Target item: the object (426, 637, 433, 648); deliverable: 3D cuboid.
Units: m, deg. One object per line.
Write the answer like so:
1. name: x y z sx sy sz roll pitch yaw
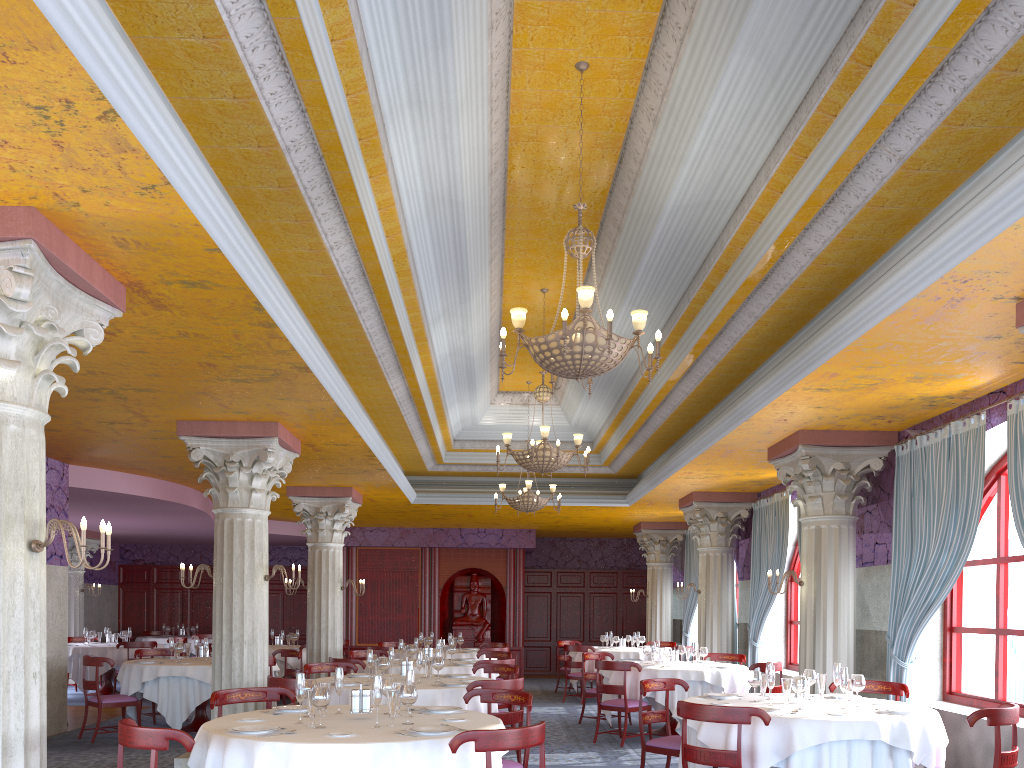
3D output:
1. object: -1.445 4.557 14.991 0.122 0.262 0.123 1 -3 -10

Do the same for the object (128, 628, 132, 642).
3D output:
1. object: -7.443 4.907 16.672 0.074 0.333 0.074 1 0 -10

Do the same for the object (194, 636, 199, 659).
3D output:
1. object: -4.519 3.777 12.265 0.074 0.333 0.074 0 0 35

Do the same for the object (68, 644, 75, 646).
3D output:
1. object: -8.306 4.857 15.926 0.314 0.024 0.322 -4 -15 18

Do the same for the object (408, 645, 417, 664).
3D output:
1. object: -1.363 3.686 11.673 0.122 0.262 0.123 1 -3 -10

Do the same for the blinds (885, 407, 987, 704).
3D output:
1. blinds: 3.988 2.159 8.174 0.244 3.489 1.726 1 -3 0

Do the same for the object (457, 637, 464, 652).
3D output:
1. object: -0.917 4.614 15.191 0.122 0.262 0.123 1 -3 -10

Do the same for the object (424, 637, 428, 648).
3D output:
1. object: -1.552 4.727 15.592 0.086 0.235 0.086 0 -2 24

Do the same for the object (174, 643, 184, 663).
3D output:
1. object: -4.495 3.629 11.566 0.122 0.262 0.123 0 -3 12

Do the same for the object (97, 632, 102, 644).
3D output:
1. object: -8.051 4.963 16.720 0.086 0.235 0.086 1 -2 -21

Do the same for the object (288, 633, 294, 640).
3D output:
1. object: -4.272 4.942 16.558 0.122 0.262 0.123 0 -3 12

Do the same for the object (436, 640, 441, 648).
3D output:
1. object: -1.009 3.661 11.702 0.074 0.333 0.074 0 0 35

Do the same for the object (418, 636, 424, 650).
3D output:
1. object: -1.645 4.694 15.519 0.122 0.262 0.123 1 -3 -10

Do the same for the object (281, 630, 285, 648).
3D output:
1. object: -4.247 4.723 15.858 0.074 0.333 0.074 0 0 35

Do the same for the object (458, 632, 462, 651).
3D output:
1. object: -0.945 4.671 15.544 0.074 0.333 0.074 0 0 35

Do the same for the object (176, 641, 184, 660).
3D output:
1. object: -4.695 3.766 12.095 0.122 0.262 0.123 0 -3 12

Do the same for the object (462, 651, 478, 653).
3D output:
1. object: -0.724 4.640 14.830 0.313 0.024 0.323 1 -15 -1

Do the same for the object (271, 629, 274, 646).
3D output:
1. object: -4.624 4.896 16.529 0.074 0.333 0.074 0 0 35

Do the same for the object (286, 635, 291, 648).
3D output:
1. object: -4.165 4.799 15.957 0.086 0.235 0.086 0 -2 24

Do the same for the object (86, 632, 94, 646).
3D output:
1. object: -7.944 4.793 16.120 0.122 0.262 0.123 1 -3 -10

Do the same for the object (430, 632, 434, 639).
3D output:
1. object: -1.469 4.705 15.690 0.074 0.333 0.074 0 0 35

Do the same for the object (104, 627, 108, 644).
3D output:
1. object: -7.968 4.941 16.819 0.074 0.333 0.074 1 0 -10

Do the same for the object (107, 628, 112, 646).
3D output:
1. object: -7.590 4.768 16.148 0.074 0.333 0.074 1 0 -10

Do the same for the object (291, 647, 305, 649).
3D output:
1. object: -3.879 4.831 15.669 0.313 0.024 0.323 1 -15 -1

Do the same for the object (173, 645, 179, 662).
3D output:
1. object: -4.567 3.666 11.659 0.086 0.235 0.086 1 -2 -21

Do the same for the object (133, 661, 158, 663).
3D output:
1. object: -4.858 3.693 11.373 0.313 0.024 0.323 1 -15 -1

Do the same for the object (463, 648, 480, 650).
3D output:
1. object: -0.756 4.924 15.914 0.314 0.024 0.322 6 -16 -21

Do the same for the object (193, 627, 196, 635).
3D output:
1. object: -7.875 6.152 21.238 0.086 0.235 0.086 1 -2 -21

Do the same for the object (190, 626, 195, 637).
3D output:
1. object: -7.947 6.162 21.330 0.122 0.262 0.123 -1 -3 35

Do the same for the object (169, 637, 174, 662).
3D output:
1. object: -4.666 3.638 11.741 0.074 0.333 0.074 0 0 35

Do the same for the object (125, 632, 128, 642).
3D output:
1. object: -7.543 4.977 16.755 0.086 0.235 0.086 0 -2 24

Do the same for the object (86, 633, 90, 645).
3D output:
1. object: -8.016 4.830 16.212 0.086 0.235 0.086 1 -2 -21

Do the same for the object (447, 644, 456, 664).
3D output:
1. object: -0.835 3.743 11.873 0.123 0.262 0.123 2 -3 -33

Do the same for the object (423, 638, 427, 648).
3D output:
1. object: -1.517 4.594 15.084 0.086 0.235 0.086 1 -2 -21

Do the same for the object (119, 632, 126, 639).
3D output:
1. object: -7.415 4.850 16.319 0.122 0.262 0.123 0 -3 12

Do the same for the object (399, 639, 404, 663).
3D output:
1. object: -1.534 3.695 11.848 0.074 0.333 0.074 1 0 -10

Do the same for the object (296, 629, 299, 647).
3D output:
1. object: -4.100 4.862 16.382 0.074 0.333 0.074 0 0 35

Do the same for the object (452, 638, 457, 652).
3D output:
1. object: -1.009 4.608 15.119 0.086 0.235 0.086 0 -2 24

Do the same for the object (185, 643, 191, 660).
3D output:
1. object: -4.602 3.799 12.167 0.086 0.235 0.086 2 -2 -44

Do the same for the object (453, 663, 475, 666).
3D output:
1. object: -0.642 3.769 11.512 0.313 0.024 0.323 1 -15 -1

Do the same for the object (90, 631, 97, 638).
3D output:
1. object: -8.143 4.930 16.648 0.122 0.262 0.123 -1 -3 35

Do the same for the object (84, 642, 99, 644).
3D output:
1. object: -8.338 5.142 17.010 0.314 0.024 0.322 6 -16 -21

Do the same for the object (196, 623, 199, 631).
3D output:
1. object: -7.775 6.082 21.155 0.074 0.333 0.074 1 0 -10

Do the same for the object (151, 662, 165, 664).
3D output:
1. object: -4.682 3.666 11.254 0.261 0.019 0.055 14 -18 -41

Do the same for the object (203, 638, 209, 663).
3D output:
1. object: -4.142 3.604 11.594 0.074 0.333 0.074 0 0 35

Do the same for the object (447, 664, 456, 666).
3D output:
1. object: -0.784 3.742 11.395 0.235 0.013 0.028 -13 -18 43

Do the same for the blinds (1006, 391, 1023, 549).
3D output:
1. blinds: 4.038 1.632 6.166 0.245 3.489 1.726 1 -3 -3

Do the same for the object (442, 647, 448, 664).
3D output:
1. object: -0.927 3.737 11.801 0.086 0.235 0.086 0 -2 24

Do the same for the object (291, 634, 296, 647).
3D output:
1. object: -4.200 4.932 16.465 0.086 0.235 0.086 2 -2 -44

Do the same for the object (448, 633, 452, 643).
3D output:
1. object: -1.091 4.532 15.019 0.074 0.333 0.074 0 0 35

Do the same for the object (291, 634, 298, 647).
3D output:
1. object: -4.072 4.805 16.029 0.122 0.262 0.123 1 -3 -10

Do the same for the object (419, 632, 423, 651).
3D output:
1. object: -1.616 4.566 15.166 0.074 0.333 0.074 0 0 35

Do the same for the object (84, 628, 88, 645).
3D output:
1. object: -8.114 4.802 16.295 0.074 0.333 0.074 1 0 -10

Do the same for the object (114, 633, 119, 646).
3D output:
1. object: -7.508 4.844 16.247 0.086 0.235 0.086 1 -2 1

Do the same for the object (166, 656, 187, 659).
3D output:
1. object: -4.890 3.977 12.457 0.313 0.024 0.323 1 -15 -1
